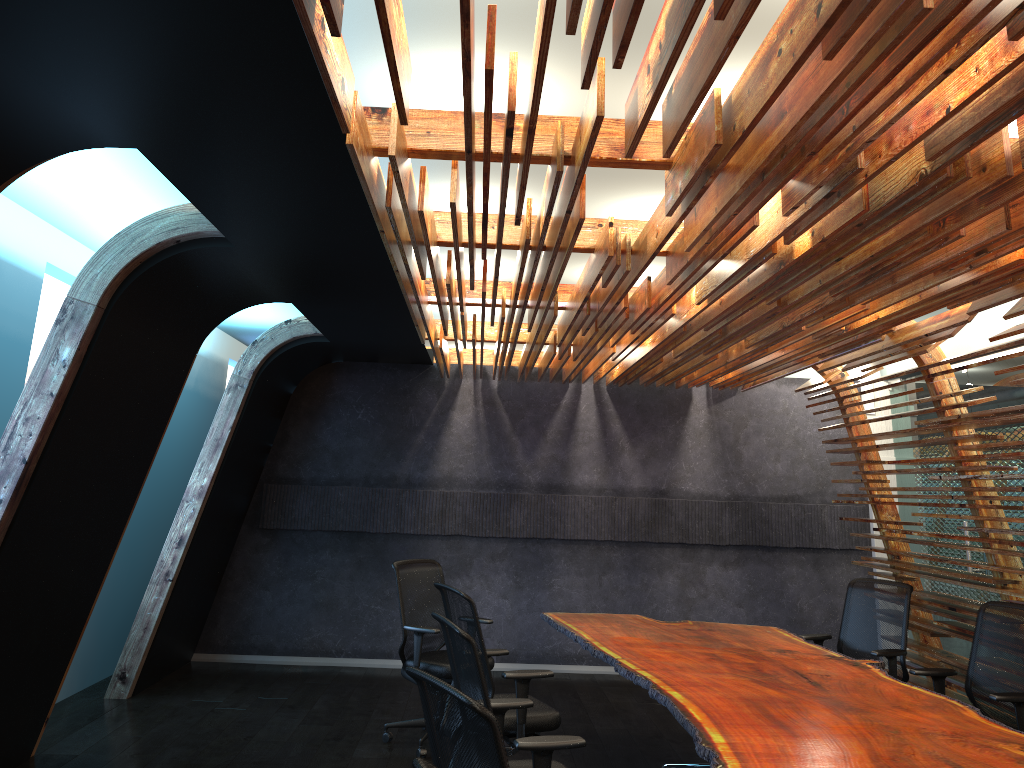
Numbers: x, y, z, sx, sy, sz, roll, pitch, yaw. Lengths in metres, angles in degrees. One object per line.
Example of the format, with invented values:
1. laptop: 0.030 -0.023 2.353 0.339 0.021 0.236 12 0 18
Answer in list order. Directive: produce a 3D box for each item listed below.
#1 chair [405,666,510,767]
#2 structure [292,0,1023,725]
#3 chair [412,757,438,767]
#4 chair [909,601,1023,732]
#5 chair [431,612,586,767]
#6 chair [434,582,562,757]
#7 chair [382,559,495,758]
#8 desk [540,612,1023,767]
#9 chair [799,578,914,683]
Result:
1. chair: 0.094 1.513 2.599 0.789 1.271 0.799 8 -14 -27
2. structure: 1.597 0.645 3.741 4.527 3.066 11.199 2 -7 -2
3. chair: 0.209 1.395 1.587 0.793 1.271 0.795 6 -13 -17
4. chair: 2.615 1.891 4.947 0.794 1.271 0.793 5 -13 -11
5. chair: 0.048 1.653 3.769 0.793 1.271 0.795 6 -13 -17
6. chair: -0.043 1.806 5.057 0.791 1.271 0.797 7 -13 -22
7. chair: -0.466 1.956 6.422 0.790 1.271 0.797 -6 -15 32
8. desk: 1.352 1.924 3.893 2.035 0.837 6.501 2 -7 -2
9. chair: 2.395 2.031 6.173 0.789 1.271 0.799 8 -14 -26
